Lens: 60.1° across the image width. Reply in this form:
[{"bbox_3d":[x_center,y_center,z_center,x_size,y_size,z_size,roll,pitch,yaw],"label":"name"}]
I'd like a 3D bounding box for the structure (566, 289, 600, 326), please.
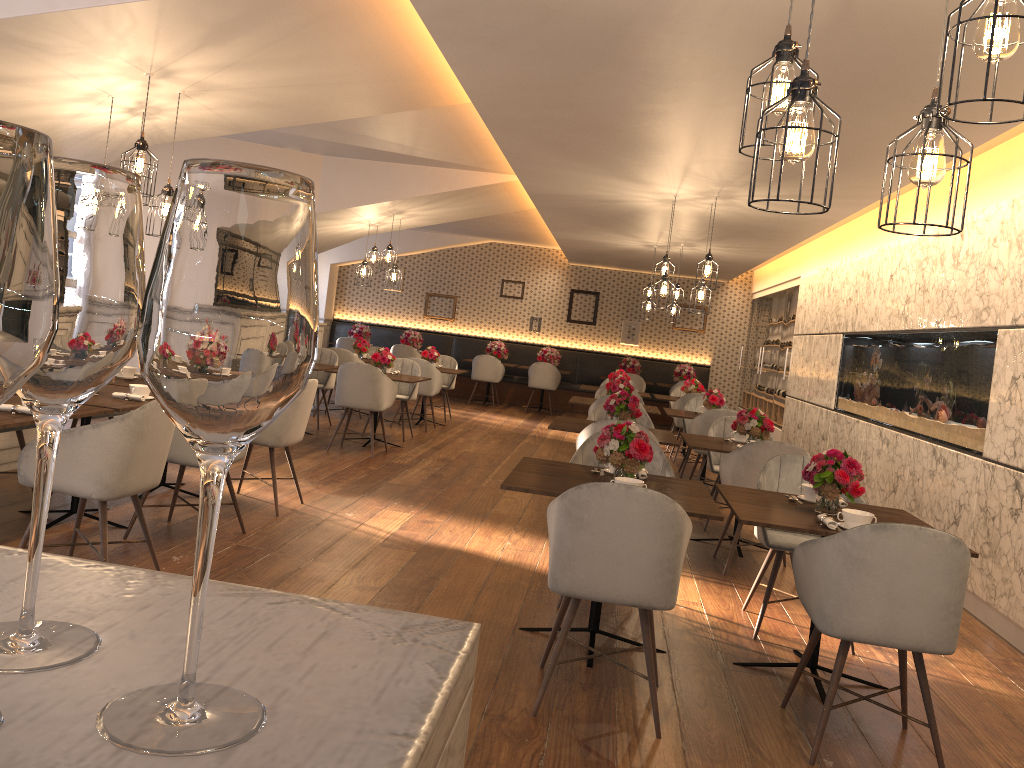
[{"bbox_3d":[1.310,-1.409,16.294,0.544,0.632,0.035,7,0,7],"label":"structure"}]

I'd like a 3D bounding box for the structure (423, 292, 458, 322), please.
[{"bbox_3d":[-1.343,-1.444,16.602,0.601,0.485,0.032,7,0,7],"label":"structure"}]

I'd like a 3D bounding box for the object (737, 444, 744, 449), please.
[{"bbox_3d":[1.568,0.435,6.056,0.056,0.039,0.176,7,3,6],"label":"object"}]

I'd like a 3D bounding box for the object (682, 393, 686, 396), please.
[{"bbox_3d":[2.316,0.157,11.669,0.148,0.072,0.149,6,3,-16],"label":"object"}]

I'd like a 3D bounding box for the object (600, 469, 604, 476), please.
[{"bbox_3d":[0.434,0.425,4.263,0.022,0.004,0.211,7,4,6],"label":"object"}]

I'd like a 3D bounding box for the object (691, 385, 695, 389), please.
[{"bbox_3d":[2.297,0.032,11.288,0.048,0.052,0.076,7,3,-14],"label":"object"}]

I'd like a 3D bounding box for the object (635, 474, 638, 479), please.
[{"bbox_3d":[0.593,0.434,4.261,0.025,0.024,0.193,7,4,6],"label":"object"}]

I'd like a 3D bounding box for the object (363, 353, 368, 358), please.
[{"bbox_3d":[-2.002,-0.387,11.883,0.148,0.072,0.149,6,3,-26],"label":"object"}]

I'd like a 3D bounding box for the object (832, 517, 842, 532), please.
[{"bbox_3d":[1.307,0.565,3.581,0.025,0.024,0.193,7,4,6],"label":"object"}]

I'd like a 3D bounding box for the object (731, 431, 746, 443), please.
[{"bbox_3d":[1.719,0.399,6.652,0.148,0.072,0.149,4,4,-41],"label":"object"}]

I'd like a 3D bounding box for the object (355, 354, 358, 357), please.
[{"bbox_3d":[-2.039,-0.353,11.274,0.148,0.072,0.149,6,3,-26],"label":"object"}]

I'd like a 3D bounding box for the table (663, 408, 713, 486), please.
[{"bbox_3d":[1.947,0.686,8.898,0.897,0.720,0.897,7,2,7],"label":"table"}]

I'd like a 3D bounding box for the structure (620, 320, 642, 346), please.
[{"bbox_3d":[2.171,-0.931,16.179,0.340,0.440,0.034,7,0,7],"label":"structure"}]

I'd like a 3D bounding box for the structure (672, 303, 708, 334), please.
[{"bbox_3d":[3.230,-1.191,16.056,0.601,0.485,0.032,7,0,7],"label":"structure"}]

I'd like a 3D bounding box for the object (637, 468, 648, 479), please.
[{"bbox_3d":[0.629,0.431,4.266,0.056,0.039,0.176,7,3,6],"label":"object"}]

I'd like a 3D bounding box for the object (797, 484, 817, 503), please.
[{"bbox_3d":[1.424,0.518,4.171,0.148,0.072,0.149,4,4,-41],"label":"object"}]

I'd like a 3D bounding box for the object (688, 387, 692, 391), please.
[{"bbox_3d":[2.271,0.059,11.303,0.049,0.052,0.077,8,3,16],"label":"object"}]

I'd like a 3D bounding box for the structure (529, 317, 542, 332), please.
[{"bbox_3d":[0.436,-1.100,16.395,0.216,0.277,0.018,7,0,7],"label":"structure"}]

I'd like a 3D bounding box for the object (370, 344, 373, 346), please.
[{"bbox_3d":[-2.574,-0.705,16.117,0.056,0.039,0.176,7,3,6],"label":"object"}]

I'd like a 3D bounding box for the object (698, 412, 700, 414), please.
[{"bbox_3d":[1.939,0.301,9.191,0.022,0.004,0.211,7,4,6],"label":"object"}]

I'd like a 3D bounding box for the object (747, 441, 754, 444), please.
[{"bbox_3d":[1.682,0.432,6.043,0.148,0.072,0.149,4,4,-41],"label":"object"}]

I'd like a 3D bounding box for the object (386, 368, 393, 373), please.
[{"bbox_3d":[-1.345,-0.154,9.466,0.148,0.072,0.149,6,3,-26],"label":"object"}]

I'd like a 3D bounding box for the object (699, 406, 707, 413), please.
[{"bbox_3d":[2.023,0.276,9.207,0.148,0.072,0.149,6,3,-16],"label":"object"}]

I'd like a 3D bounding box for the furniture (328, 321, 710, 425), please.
[{"bbox_3d":[-0.010,-0.191,16.148,7.093,1.081,0.541,7,1,7],"label":"furniture"}]

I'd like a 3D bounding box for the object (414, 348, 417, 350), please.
[{"bbox_3d":[-1.770,-0.617,16.021,0.148,0.072,0.149,5,4,-36],"label":"object"}]

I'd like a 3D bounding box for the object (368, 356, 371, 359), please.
[{"bbox_3d":[-1.892,-0.355,11.870,0.056,0.039,0.176,7,3,6],"label":"object"}]

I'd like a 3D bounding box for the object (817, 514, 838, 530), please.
[{"bbox_3d":[1.273,0.554,3.575,0.056,0.039,0.176,7,3,6],"label":"object"}]

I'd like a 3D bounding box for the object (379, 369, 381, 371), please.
[{"bbox_3d":[-1.381,-0.121,8.858,0.148,0.072,0.149,6,3,-26],"label":"object"}]

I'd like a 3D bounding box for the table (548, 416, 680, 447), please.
[{"bbox_3d":[0.697,0.686,6.452,0.897,0.720,0.897,7,2,7],"label":"table"}]

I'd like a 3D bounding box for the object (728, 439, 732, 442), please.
[{"bbox_3d":[1.635,0.424,6.635,0.022,0.004,0.211,7,4,6],"label":"object"}]

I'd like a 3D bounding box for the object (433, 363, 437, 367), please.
[{"bbox_3d":[-1.071,-0.265,11.771,0.148,0.072,0.149,6,3,-26],"label":"object"}]

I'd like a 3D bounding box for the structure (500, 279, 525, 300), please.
[{"bbox_3d":[0.010,-1.757,16.454,0.449,0.345,0.015,7,0,7],"label":"structure"}]

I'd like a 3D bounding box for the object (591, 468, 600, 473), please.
[{"bbox_3d":[0.401,0.415,4.274,0.043,0.015,0.197,7,4,3],"label":"object"}]

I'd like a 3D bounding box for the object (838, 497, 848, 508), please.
[{"bbox_3d":[1.534,0.549,4.157,0.056,0.039,0.176,7,3,6],"label":"object"}]

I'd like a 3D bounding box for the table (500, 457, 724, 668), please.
[{"bbox_3d":[0.404,0.804,3.991,0.897,0.720,0.897,7,2,7],"label":"table"}]

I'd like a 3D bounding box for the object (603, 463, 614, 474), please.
[{"bbox_3d":[0.518,0.400,4.279,0.148,0.072,0.149,4,4,-41],"label":"object"}]

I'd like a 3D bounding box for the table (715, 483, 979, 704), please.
[{"bbox_3d":[1.350,0.927,3.878,0.897,0.720,0.897,7,2,7],"label":"table"}]

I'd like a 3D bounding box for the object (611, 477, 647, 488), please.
[{"bbox_3d":[0.482,0.434,3.671,0.149,0.072,0.148,9,3,29],"label":"object"}]

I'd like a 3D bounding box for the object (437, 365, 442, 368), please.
[{"bbox_3d":[-0.961,-0.234,11.758,0.056,0.039,0.176,7,3,6],"label":"object"}]

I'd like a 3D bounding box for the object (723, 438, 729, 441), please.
[{"bbox_3d":[1.602,0.414,6.646,0.043,0.015,0.197,7,4,3],"label":"object"}]

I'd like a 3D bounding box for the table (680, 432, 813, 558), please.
[{"bbox_3d":[1.642,0.809,6.338,0.897,0.720,0.897,7,2,7],"label":"table"}]

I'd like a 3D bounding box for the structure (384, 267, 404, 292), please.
[{"bbox_3d":[-2.229,-1.980,16.713,0.340,0.440,0.034,7,0,7],"label":"structure"}]

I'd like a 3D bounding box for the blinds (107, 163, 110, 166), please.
[{"bbox_3d":[-4.098,-1.001,7.885,0.134,2.697,1.380,7,1,7],"label":"blinds"}]

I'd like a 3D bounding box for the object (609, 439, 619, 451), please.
[{"bbox_3d":[0.454,0.267,3.924,0.048,0.052,0.076,7,3,12],"label":"object"}]

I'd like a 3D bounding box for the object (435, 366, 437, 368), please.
[{"bbox_3d":[-0.997,-0.231,11.752,0.025,0.024,0.193,7,4,6],"label":"object"}]

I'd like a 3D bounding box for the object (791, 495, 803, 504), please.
[{"bbox_3d":[1.340,0.543,4.154,0.022,0.004,0.211,7,4,6],"label":"object"}]

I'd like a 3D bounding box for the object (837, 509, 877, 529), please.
[{"bbox_3d":[1.387,0.552,3.562,0.149,0.072,0.148,9,3,29],"label":"object"}]

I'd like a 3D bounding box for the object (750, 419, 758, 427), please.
[{"bbox_3d":[1.700,0.272,6.271,0.048,0.052,0.076,7,3,-14],"label":"object"}]

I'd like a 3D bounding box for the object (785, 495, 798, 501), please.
[{"bbox_3d":[1.314,0.534,4.164,0.043,0.015,0.197,8,4,10],"label":"object"}]

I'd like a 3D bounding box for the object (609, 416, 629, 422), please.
[{"bbox_3d":[0.813,0.281,6.760,0.148,0.072,0.149,4,4,-41],"label":"object"}]
